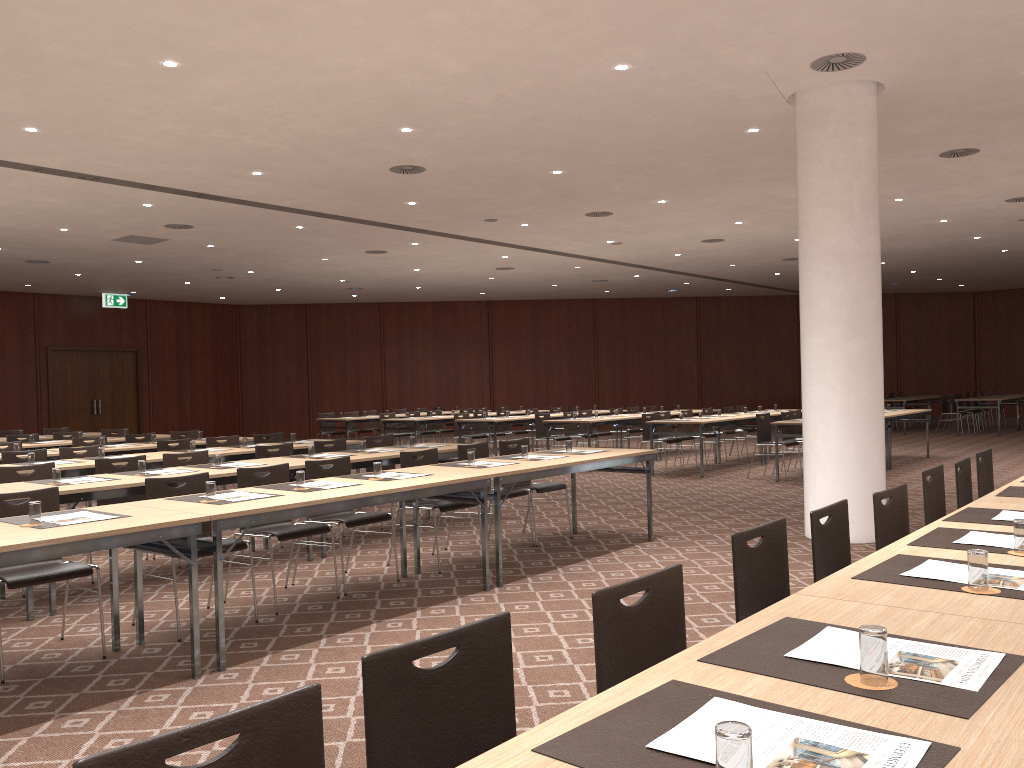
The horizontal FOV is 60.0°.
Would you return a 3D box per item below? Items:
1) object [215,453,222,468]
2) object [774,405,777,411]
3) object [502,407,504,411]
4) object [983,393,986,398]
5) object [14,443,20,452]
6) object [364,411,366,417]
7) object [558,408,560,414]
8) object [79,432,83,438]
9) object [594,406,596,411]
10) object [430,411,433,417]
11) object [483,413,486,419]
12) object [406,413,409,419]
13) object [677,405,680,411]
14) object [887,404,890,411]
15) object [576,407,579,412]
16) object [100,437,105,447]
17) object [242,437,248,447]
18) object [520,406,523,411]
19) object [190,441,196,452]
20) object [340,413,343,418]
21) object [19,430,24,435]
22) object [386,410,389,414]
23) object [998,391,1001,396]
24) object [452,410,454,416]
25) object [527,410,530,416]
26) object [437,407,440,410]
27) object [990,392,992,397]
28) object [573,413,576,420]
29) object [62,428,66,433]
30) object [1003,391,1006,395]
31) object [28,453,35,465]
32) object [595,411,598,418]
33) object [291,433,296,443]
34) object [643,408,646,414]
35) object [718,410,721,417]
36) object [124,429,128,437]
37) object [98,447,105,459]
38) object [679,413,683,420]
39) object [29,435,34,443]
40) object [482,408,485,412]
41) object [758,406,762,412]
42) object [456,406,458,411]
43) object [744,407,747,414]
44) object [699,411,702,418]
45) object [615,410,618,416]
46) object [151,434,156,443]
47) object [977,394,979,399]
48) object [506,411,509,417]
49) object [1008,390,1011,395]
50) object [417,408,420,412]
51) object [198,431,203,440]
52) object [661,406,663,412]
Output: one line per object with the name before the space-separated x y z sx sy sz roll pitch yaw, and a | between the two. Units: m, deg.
object | -2.460 0.640 7.425 0.054 0.114 0.054 -2 1 -17
object | 4.855 0.437 16.335 0.054 0.114 0.054 -1 1 6
object | -0.199 0.570 19.644 0.054 0.114 0.054 -1 1 6
object | 11.034 0.268 20.696 0.054 0.114 0.054 -2 1 -17
object | -5.562 0.721 9.958 0.054 0.114 0.054 -2 1 -17
object | -3.178 0.650 19.173 0.054 0.114 0.054 -1 1 28
object | 0.946 0.541 17.867 0.054 0.114 0.054 -1 1 6
object | -6.077 0.733 12.497 0.054 0.114 0.054 -2 1 -17
object | 1.767 0.518 18.861 0.054 0.114 0.054 -1 1 6
object | -1.630 0.609 17.901 0.054 0.114 0.054 -1 1 28
object | -0.498 0.581 16.111 0.054 0.114 0.054 -1 1 28
object | -2.043 0.621 17.379 0.054 0.114 0.054 -1 1 28
object | 3.305 0.478 17.598 0.054 0.114 0.054 -1 1 6
object | 6.395 0.397 15.056 0.054 0.114 0.054 -2 1 -17
object | 1.350 0.529 18.363 0.054 0.114 0.054 -1 1 6
object | -4.944 0.704 10.703 0.054 0.114 0.054 -2 1 -17
object | -2.993 0.652 9.942 0.054 0.114 0.054 -2 1 -17
object | 0.215 0.558 20.143 0.054 0.114 0.054 -1 1 6
object | -3.401 0.663 9.445 0.054 0.114 0.054 -2 1 -17
object | -3.590 0.661 18.658 0.054 0.114 0.054 -1 1 28
object | -7.616 0.773 13.769 0.054 0.114 0.054 -2 1 -17
object | -2.760 0.638 19.665 0.054 0.114 0.054 -1 1 28
object | 12.071 0.240 21.946 0.054 0.114 0.054 -1 1 6
object | -1.222 0.598 18.392 0.054 0.114 0.054 -1 1 28
object | 0.326 0.558 17.116 0.054 0.114 0.054 -1 1 28
object | -1.733 0.610 20.922 0.054 0.114 0.054 -1 1 6
object | 11.445 0.257 21.195 0.054 0.114 0.054 -2 1 -17
object | 1.049 0.540 14.844 0.054 0.114 0.054 -1 1 28
object | -7.201 0.761 14.269 0.054 0.114 0.054 -1 1 6
object | 12.474 0.229 22.456 0.054 0.114 0.054 -1 1 6
object | -4.440 0.692 8.195 0.054 0.114 0.054 -2 1 -17
object | 1.458 0.529 15.337 0.054 0.114 0.054 -1 1 28
object | -2.581 0.641 10.456 0.054 0.114 0.054 -1 1 6
object | 2.480 0.501 16.598 0.054 0.114 0.054 -1 1 6
object | 3.411 0.477 14.575 0.054 0.114 0.054 -1 1 28
object | -5.657 0.721 12.995 0.054 0.114 0.054 -1 1 6
object | -4.025 0.681 8.700 0.054 0.114 0.054 -2 1 -17
object | 2.591 0.500 13.571 0.054 0.114 0.054 -1 1 28
object | -6.489 0.744 11.982 0.054 0.114 0.054 -2 1 -17
object | -0.611 0.581 19.137 0.054 0.114 0.054 -1 1 6
object | 4.429 0.449 15.830 0.054 0.114 0.054 -1 1 6
object | -1.327 0.599 21.422 0.054 0.114 0.054 -1 1 6
object | 4.035 0.460 15.322 0.054 0.114 0.054 -1 1 6
object | 2.994 0.489 14.075 0.054 0.114 0.054 -1 1 28
object | 1.872 0.517 15.850 0.054 0.114 0.054 -1 1 28
object | -4.534 0.692 11.221 0.054 0.114 0.054 -2 1 -17
object | 10.617 0.280 20.198 0.054 0.114 0.054 -2 1 -17
object | -0.085 0.569 16.613 0.054 0.114 0.054 -1 1 28
object | 12.879 0.217 22.953 0.054 0.114 0.054 -1 1 6
object | -2.150 0.621 20.417 0.054 0.114 0.054 -1 1 6
object | -4.120 0.681 11.724 0.054 0.114 0.054 -1 1 6
object | 2.893 0.489 17.101 0.054 0.114 0.054 -1 1 6
